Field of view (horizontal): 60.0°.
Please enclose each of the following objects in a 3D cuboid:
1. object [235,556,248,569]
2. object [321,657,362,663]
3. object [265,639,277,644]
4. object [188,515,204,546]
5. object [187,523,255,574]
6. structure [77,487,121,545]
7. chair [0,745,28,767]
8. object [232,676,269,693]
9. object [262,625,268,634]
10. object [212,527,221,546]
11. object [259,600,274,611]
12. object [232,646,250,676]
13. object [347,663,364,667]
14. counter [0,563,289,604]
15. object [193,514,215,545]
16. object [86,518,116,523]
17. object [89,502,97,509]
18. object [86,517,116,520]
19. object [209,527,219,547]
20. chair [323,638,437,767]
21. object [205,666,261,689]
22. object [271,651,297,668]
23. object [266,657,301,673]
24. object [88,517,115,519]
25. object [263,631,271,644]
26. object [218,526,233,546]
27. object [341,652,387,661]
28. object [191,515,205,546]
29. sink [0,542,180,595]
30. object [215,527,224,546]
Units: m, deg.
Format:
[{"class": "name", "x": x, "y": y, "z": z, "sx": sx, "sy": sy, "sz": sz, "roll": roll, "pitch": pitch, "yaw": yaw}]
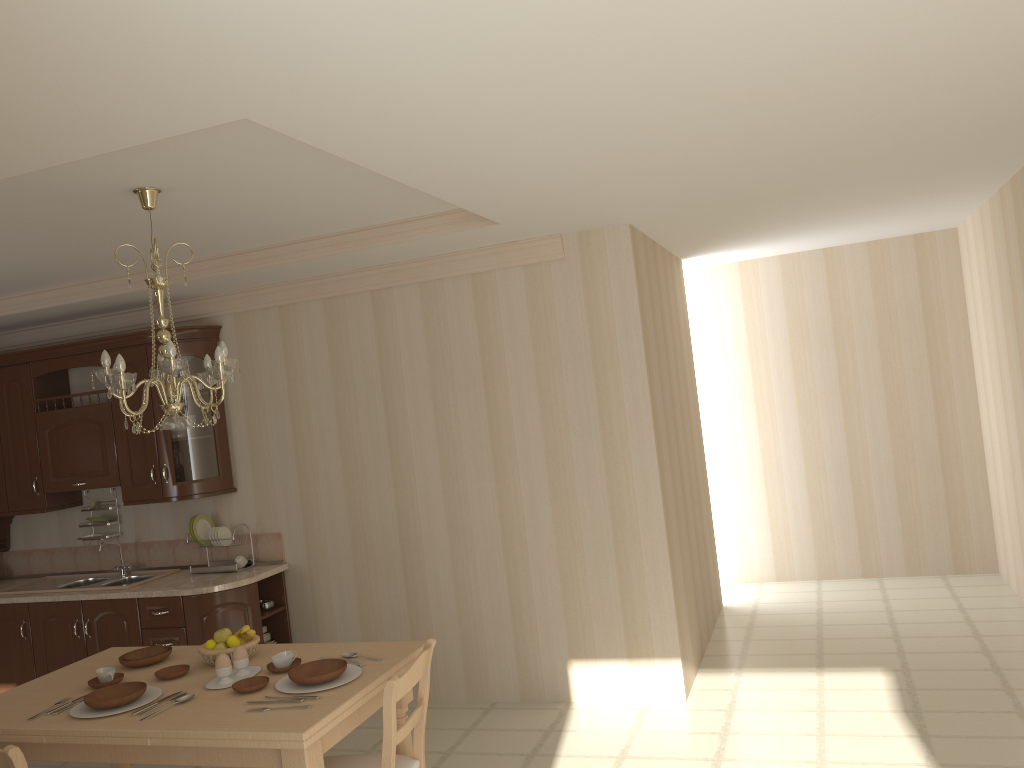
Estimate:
[{"class": "object", "x": -1.631, "y": 1.070, "z": 5.345, "sx": 0.073, "sy": 0.072, "sz": 0.085, "roll": -7, "pitch": -1, "yaw": -17}, {"class": "object", "x": -0.643, "y": 1.034, "z": 3.324, "sx": 0.216, "sy": 0.004, "sz": 0.022, "roll": -7, "pitch": -1, "yaw": 35}, {"class": "object", "x": -1.493, "y": 1.559, "z": 5.234, "sx": 0.208, "sy": 0.077, "sz": 0.145, "roll": -7, "pitch": -1, "yaw": 30}, {"class": "object", "x": -1.899, "y": 0.889, "z": 5.391, "sx": 0.047, "sy": 0.188, "sz": 0.193, "roll": -7, "pitch": -1, "yaw": 20}, {"class": "object", "x": -1.758, "y": 0.987, "z": 5.343, "sx": 0.359, "sy": 0.275, "sz": 0.172, "roll": -7, "pitch": -1, "yaw": 20}, {"class": "structure", "x": -2.673, "y": 0.852, "z": 5.715, "sx": 0.256, "sy": 0.361, "sz": 0.131, "roll": -7, "pitch": -1, "yaw": 19}, {"class": "chair", "x": -1.477, "y": 1.488, "z": 2.920, "sx": 0.462, "sy": 0.846, "sz": 0.517, "roll": -7, "pitch": -1, "yaw": 36}, {"class": "object", "x": -0.910, "y": 1.052, "z": 3.092, "sx": 0.127, "sy": 0.026, "sz": 0.126, "roll": -7, "pitch": 0, "yaw": 10}, {"class": "object", "x": -1.506, "y": 1.453, "z": 5.235, "sx": 0.120, "sy": 0.045, "sz": 0.084, "roll": -7, "pitch": -1, "yaw": 30}, {"class": "object", "x": -1.763, "y": 0.920, "z": 5.343, "sx": 0.034, "sy": 0.119, "sz": 0.123, "roll": -7, "pitch": -1, "yaw": 21}, {"class": "object", "x": -1.478, "y": 1.318, "z": 5.282, "sx": 0.120, "sy": 0.045, "sz": 0.084, "roll": -7, "pitch": -1, "yaw": 30}, {"class": "object", "x": -1.009, "y": 1.025, "z": 3.298, "sx": 0.058, "sy": 0.104, "sz": 0.058, "roll": -7, "pitch": 0, "yaw": -2}, {"class": "object", "x": -0.633, "y": 1.031, "z": 3.273, "sx": 0.221, "sy": 0.008, "sz": 0.023, "roll": -7, "pitch": -1, "yaw": 34}, {"class": "counter", "x": -2.902, "y": 1.270, "z": 4.490, "sx": 2.422, "sy": 0.034, "sz": 2.603, "roll": -7, "pitch": -1, "yaw": 19}, {"class": "object", "x": -1.865, "y": 0.884, "z": 5.379, "sx": 0.047, "sy": 0.188, "sz": 0.193, "roll": -7, "pitch": -1, "yaw": 20}, {"class": "object", "x": -2.634, "y": 0.871, "z": 5.685, "sx": 0.174, "sy": 0.051, "sz": 0.167, "roll": -7, "pitch": -1, "yaw": 19}, {"class": "object", "x": -2.714, "y": 0.784, "z": 5.750, "sx": 0.044, "sy": 0.051, "sz": 0.049, "roll": -7, "pitch": 0, "yaw": -12}, {"class": "object", "x": -2.634, "y": 0.868, "z": 5.686, "sx": 0.174, "sy": 0.051, "sz": 0.167, "roll": -7, "pitch": -1, "yaw": 19}, {"class": "object", "x": -1.783, "y": 0.923, "z": 5.351, "sx": 0.034, "sy": 0.119, "sz": 0.123, "roll": -7, "pitch": -1, "yaw": 19}, {"class": "chair", "x": -0.509, "y": 1.375, "z": 3.098, "sx": 0.517, "sy": 0.846, "sz": 0.462, "roll": -7, "pitch": 0, "yaw": 12}, {"class": "object", "x": -1.020, "y": 1.076, "z": 3.250, "sx": 0.157, "sy": 0.005, "sz": 0.245, "roll": -7, "pitch": -1, "yaw": 16}, {"class": "object", "x": -0.842, "y": 1.030, "z": 3.293, "sx": 0.063, "sy": 0.055, "sz": 0.119, "roll": -7, "pitch": -1, "yaw": 33}, {"class": "object", "x": -0.844, "y": 1.046, "z": 3.286, "sx": 0.127, "sy": 0.026, "sz": 0.126, "roll": -7, "pitch": 0, "yaw": 10}, {"class": "object", "x": -2.635, "y": 0.865, "z": 5.687, "sx": 0.174, "sy": 0.051, "sz": 0.167, "roll": -7, "pitch": -1, "yaw": 19}, {"class": "object", "x": -1.500, "y": 1.500, "z": 5.235, "sx": 0.152, "sy": 0.057, "sz": 0.106, "roll": -7, "pitch": -1, "yaw": 30}, {"class": "object", "x": -1.724, "y": 0.916, "z": 5.329, "sx": 0.034, "sy": 0.119, "sz": 0.123, "roll": -7, "pitch": -1, "yaw": 19}, {"class": "object", "x": -0.556, "y": 1.021, "z": 3.315, "sx": 0.219, "sy": 0.011, "sz": 0.047, "roll": -7, "pitch": -1, "yaw": 35}, {"class": "object", "x": -1.882, "y": 0.887, "z": 5.385, "sx": 0.047, "sy": 0.188, "sz": 0.193, "roll": -7, "pitch": -1, "yaw": 20}, {"class": "sink", "x": -2.645, "y": 1.163, "z": 5.474, "sx": 1.077, "sy": 0.348, "sz": 0.448, "roll": -7, "pitch": -1, "yaw": 19}, {"class": "object", "x": -1.744, "y": 0.918, "z": 5.336, "sx": 0.034, "sy": 0.119, "sz": 0.123, "roll": -7, "pitch": -1, "yaw": 19}]
